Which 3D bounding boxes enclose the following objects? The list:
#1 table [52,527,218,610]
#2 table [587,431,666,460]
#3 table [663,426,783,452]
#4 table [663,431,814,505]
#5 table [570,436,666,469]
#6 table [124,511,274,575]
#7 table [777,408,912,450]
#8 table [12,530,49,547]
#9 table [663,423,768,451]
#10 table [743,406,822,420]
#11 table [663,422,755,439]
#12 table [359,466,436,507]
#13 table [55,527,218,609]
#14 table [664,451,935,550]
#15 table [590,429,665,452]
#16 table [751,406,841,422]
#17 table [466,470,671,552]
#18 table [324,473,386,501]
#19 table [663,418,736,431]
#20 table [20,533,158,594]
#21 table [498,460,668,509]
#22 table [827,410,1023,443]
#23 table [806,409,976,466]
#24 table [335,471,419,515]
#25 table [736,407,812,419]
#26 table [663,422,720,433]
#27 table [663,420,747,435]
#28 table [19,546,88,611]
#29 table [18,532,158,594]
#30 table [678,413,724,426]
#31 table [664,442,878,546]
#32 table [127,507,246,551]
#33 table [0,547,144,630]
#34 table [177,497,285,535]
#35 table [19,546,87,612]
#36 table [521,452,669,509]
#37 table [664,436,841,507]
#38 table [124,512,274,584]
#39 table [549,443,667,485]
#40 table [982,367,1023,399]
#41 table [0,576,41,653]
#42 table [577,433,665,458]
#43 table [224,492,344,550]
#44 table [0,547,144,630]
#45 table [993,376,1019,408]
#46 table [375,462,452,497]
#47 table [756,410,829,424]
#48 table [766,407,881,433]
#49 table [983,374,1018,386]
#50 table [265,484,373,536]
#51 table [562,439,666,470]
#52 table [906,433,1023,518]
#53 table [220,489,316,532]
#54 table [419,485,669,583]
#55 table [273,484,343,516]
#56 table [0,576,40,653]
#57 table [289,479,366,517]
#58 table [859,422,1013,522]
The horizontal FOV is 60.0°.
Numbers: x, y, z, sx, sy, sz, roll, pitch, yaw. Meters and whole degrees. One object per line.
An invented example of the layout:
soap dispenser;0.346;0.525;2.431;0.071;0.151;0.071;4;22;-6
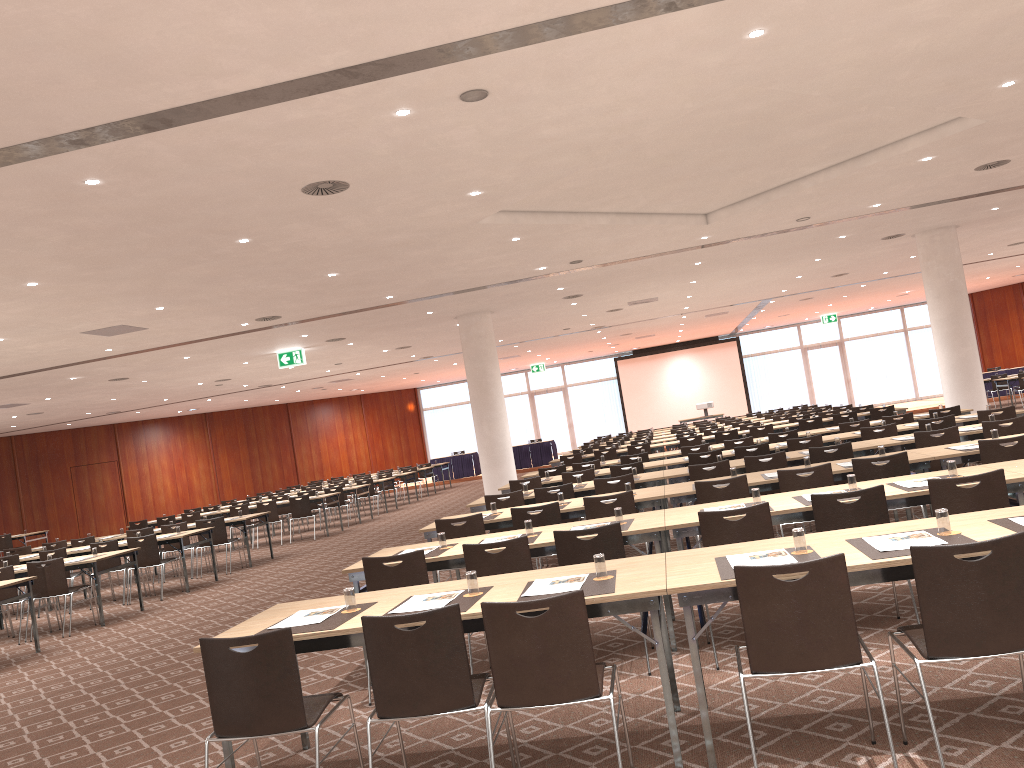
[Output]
table;-5.756;2.815;13.555;2.268;0.832;0.953;-10;-3;9
table;3.310;1.959;25.722;2.268;0.832;0.953;-10;-3;9
table;4.183;1.419;17.464;2.268;0.832;0.953;-10;-3;9
table;3.598;1.345;14.014;2.268;0.832;0.953;-10;-3;9
table;2.642;1.874;21.778;2.268;0.832;0.953;-10;-3;9
table;-5.422;2.858;15.526;2.268;0.832;0.953;-10;-3;9
table;6.392;1.049;17.094;2.268;0.832;0.953;-10;-3;9
table;-14.110;4.684;24.587;2.268;0.832;0.953;-10;-3;9
table;4.517;1.461;19.436;2.268;0.832;0.953;-10;-3;9
table;7.729;1.218;24.981;2.268;0.832;0.953;-10;-3;9
table;4.851;1.504;21.408;2.268;0.832;0.953;-10;-3;9
table;-3.500;3.101;26.864;2.268;0.832;0.953;-10;-3;9
table;-5.756;2.815;13.555;2.268;0.832;0.953;-10;-3;9
table;2.595;1.218;8.099;2.268;0.832;0.953;-10;-3;9
table;3.645;2.002;27.694;2.268;0.832;0.953;-10;-3;9
table;7.395;1.176;23.009;2.268;0.832;0.953;-10;-3;9
table;0.720;1.631;10.441;2.268;0.832;0.953;-10;-3;9
table;-5.375;3.514;29.206;2.268;0.832;0.953;-10;-3;9
table;5.854;1.631;27.323;2.268;0.832;0.953;-10;-3;9
table;-7.631;3.228;15.897;2.268;0.832;0.953;-10;-3;9
table;1.054;1.673;12.413;2.268;0.832;0.953;-10;-3;9
table;5.473;0.932;11.672;2.268;0.832;0.953;-10;-3;9
table;5.807;0.974;13.643;2.268;0.832;0.953;-10;-3;9
table;-3.834;3.059;24.892;2.268;0.832;0.953;-10;-3;9
table;8.063;1.260;26.953;2.268;0.832;0.953;-10;-3;9
table;5.520;1.589;25.351;2.268;0.832;0.953;-10;-3;9
table;5.186;1.546;23.380;2.268;0.832;0.953;-10;-3;9
table;-7.966;3.186;13.925;2.268;0.832;0.953;-10;-3;9
table;-7.631;3.228;15.897;2.268;0.832;0.953;-10;-3;9
table;6.559;1.549;30.490;1.540;0.832;0.953;-9;-3;9
table;2.929;1.260;10.070;2.268;0.832;0.953;-10;-3;9
table;-7.046;3.303;19.347;2.268;0.832;0.953;-10;-3;9
table;-6.090;2.773;11.583;2.268;0.832;0.953;-10;-3;9
table;-6.712;3.345;21.319;2.268;0.832;0.953;-10;-3;9
table;-7.966;3.186;13.925;2.268;0.832;0.953;-10;-3;9
table;1.388;1.716;14.384;2.268;0.832;0.953;-10;-3;9
table;3.263;1.303;12.042;2.268;0.832;0.953;-10;-3;9
table;-5.422;2.858;15.526;2.268;0.832;0.953;-10;-3;9
table;1.973;1.790;17.835;2.268;0.832;0.953;-10;-3;9
table;15.986;-0.033;28.892;1.713;0.832;1.042;-10;-3;9
table;-6.425;2.731;9.611;2.268;0.832;0.953;-10;-3;9
table;2.976;1.917;23.750;2.268;0.832;0.953;-10;-3;9
table;-4.837;2.932;18.977;2.268;0.832;0.953;-10;-3;9
table;-6.090;2.773;11.583;2.268;0.832;0.953;-10;-3;9
table;14.384;0.102;23.865;2.268;0.832;0.953;-10;-3;9
table;-3.166;3.144;28.836;2.268;0.832;0.953;-10;-3;9
table;7.061;1.133;21.037;2.268;0.832;0.953;-10;-3;9
table;6.726;1.091;19.066;2.268;0.832;0.953;-10;-3;9
table;14.718;0.144;25.837;2.268;0.832;0.953;-10;-3;9
table;-4.503;2.974;20.949;2.268;0.832;0.953;-10;-3;9
table;2.308;1.832;19.807;2.268;0.832;0.953;-10;-3;9
table;4.804;0.847;7.728;2.268;0.832;0.953;-10;-3;9
table;-6.378;3.387;23.291;2.268;0.832;0.953;-10;-3;9
table;0.386;1.588;8.469;2.268;0.832;0.953;-10;-3;9
table;-6.043;3.430;25.263;2.268;0.832;0.953;-10;-3;9
table;-6.425;2.731;9.611;2.268;0.832;0.953;-10;-3;9
table;-5.709;3.472;27.234;2.268;0.832;0.953;-10;-3;9
table;5.138;0.890;9.700;2.268;0.832;0.953;-10;-3;9
